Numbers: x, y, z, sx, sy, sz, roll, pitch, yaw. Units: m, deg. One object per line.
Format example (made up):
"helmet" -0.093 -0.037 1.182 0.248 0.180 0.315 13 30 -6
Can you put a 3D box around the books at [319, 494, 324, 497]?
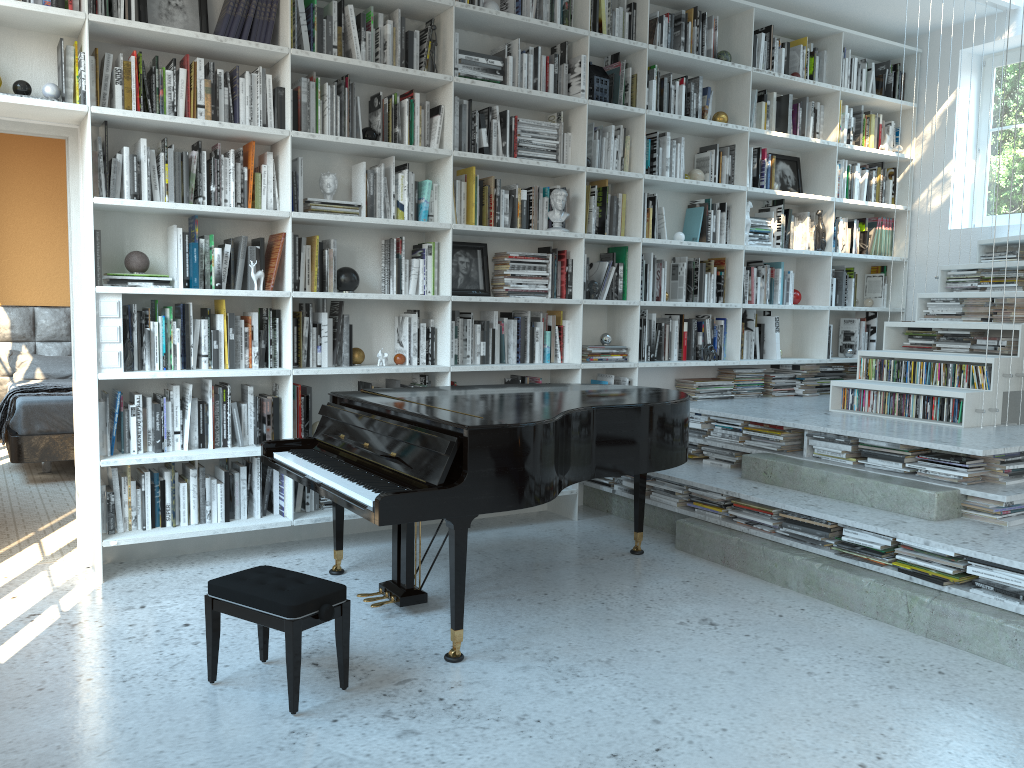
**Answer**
"books" -0.873 0.555 4.592 0.285 0.007 0.159 -2 6 -35

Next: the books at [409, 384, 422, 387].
"books" -0.519 0.137 4.766 0.012 0.260 0.147 -2 6 -31

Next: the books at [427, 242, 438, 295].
"books" -0.443 -0.611 4.722 0.021 0.282 0.161 -2 6 -31

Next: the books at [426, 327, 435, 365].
"books" -0.460 -0.207 4.769 0.024 0.201 0.158 -2 6 -31

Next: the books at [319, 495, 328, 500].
"books" -0.875 0.568 4.598 0.285 0.007 0.159 -2 5 -29

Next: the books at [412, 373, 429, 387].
"books" -0.494 0.107 4.771 0.013 0.320 0.173 -2 6 -31

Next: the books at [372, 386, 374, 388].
"books" -0.755 0.139 4.624 0.012 0.271 0.142 -2 6 -31

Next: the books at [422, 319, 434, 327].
"books" -0.455 -0.230 4.801 0.019 0.242 0.107 -2 6 -31

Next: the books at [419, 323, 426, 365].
"books" -0.505 -0.215 4.733 0.029 0.221 0.153 -2 6 -31

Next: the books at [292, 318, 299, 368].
"books" -1.092 -0.205 4.373 0.030 0.239 0.157 -2 6 -31

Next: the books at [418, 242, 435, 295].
"books" -0.456 -0.609 4.712 0.011 0.279 0.187 -2 6 -31

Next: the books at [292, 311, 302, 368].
"books" -1.069 -0.221 4.375 0.012 0.273 0.181 -2 6 -31

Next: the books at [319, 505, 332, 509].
"books" -0.880 0.616 4.606 0.285 0.007 0.159 -2 5 -31

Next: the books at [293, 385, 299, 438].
"books" -1.092 0.145 4.419 0.010 0.282 0.149 -2 6 -31

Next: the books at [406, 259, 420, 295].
"books" -0.544 -0.562 4.673 0.057 0.189 0.156 -2 6 -31

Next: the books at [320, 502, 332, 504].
"books" -0.875 0.589 4.595 0.285 0.007 0.159 -2 6 -35

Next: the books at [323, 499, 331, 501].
"books" -0.873 0.576 4.595 0.254 0.007 0.160 -2 6 -35

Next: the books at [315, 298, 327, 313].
"books" -0.964 -0.261 4.471 0.013 0.339 0.137 -2 6 -31

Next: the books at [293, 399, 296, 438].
"books" -1.109 0.179 4.415 0.026 0.213 0.139 -2 6 -31

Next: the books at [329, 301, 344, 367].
"books" -0.901 -0.255 4.482 0.050 0.328 0.166 -2 6 -31

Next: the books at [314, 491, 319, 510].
"books" -1.016 0.490 4.507 0.027 0.282 0.129 -2 6 -31

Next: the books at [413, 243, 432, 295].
"books" -0.477 -0.605 4.710 0.027 0.270 0.178 -2 6 -31

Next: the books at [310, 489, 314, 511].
"books" -1.039 0.518 4.495 0.027 0.227 0.139 -2 6 -31

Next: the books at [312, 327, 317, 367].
"books" -1.013 -0.186 4.427 0.024 0.196 0.156 -2 6 -31

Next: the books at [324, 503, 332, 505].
"books" -0.878 0.596 4.601 0.254 0.007 0.160 -2 5 -30

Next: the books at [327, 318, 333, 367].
"books" -0.943 -0.212 4.479 0.028 0.241 0.135 -2 6 -31

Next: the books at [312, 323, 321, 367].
"books" -0.991 -0.196 4.435 0.021 0.215 0.171 -2 6 -31

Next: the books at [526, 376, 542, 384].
"books" 0.118 0.106 5.077 0.015 0.294 0.169 -2 6 -31

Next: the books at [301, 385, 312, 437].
"books" -1.043 0.146 4.462 0.026 0.274 0.146 -2 6 -31

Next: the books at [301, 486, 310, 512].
"books" -1.056 0.518 4.475 0.023 0.232 0.164 -2 6 -31

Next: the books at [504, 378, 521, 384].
"books" 0.001 0.114 5.017 0.012 0.285 0.159 -2 6 -31

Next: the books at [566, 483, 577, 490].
"books" 0.292 0.462 5.215 0.038 0.269 0.277 -2 6 -31

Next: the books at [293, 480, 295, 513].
"books" -1.127 0.536 4.445 0.025 0.198 0.160 -2 6 -31

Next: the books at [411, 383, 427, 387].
"books" -0.501 0.134 4.760 0.013 0.268 0.183 -2 6 -31

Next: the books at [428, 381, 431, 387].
"books" -0.485 0.121 4.790 0.021 0.290 0.160 -2 6 -31

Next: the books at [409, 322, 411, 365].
"books" -0.576 -0.216 4.709 0.015 0.226 0.148 -2 6 -31

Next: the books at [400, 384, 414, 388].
"books" -0.567 0.138 4.711 0.011 0.266 0.190 -2 6 -31

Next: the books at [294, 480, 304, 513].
"books" -1.090 0.542 4.459 0.053 0.184 0.148 -2 6 -31

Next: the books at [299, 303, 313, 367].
"books" -1.026 -0.244 4.408 0.014 0.313 0.166 -2 6 -31

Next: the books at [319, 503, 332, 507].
"books" -0.875 0.610 4.597 0.254 0.007 0.160 -1 5 -27

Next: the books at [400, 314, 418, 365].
"books" -0.548 -0.237 4.703 0.027 0.270 0.158 -2 6 -31

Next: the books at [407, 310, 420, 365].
"books" -0.527 -0.250 4.726 0.014 0.291 0.131 -2 6 -31

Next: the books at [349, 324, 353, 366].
"books" -0.855 -0.200 4.531 0.023 0.212 0.160 -2 6 -31

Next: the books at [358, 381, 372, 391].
"books" -0.767 0.132 4.621 0.012 0.285 0.159 -2 6 -31

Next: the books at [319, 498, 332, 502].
"books" -0.871 0.583 4.593 0.285 0.007 0.159 -1 5 -26

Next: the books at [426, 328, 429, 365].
"books" -0.491 -0.204 4.767 0.031 0.195 0.142 -2 6 -31

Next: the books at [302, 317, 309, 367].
"books" -1.051 -0.211 4.397 0.042 0.248 0.162 -2 6 -31

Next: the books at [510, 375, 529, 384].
"books" 0.041 0.105 5.024 0.013 0.303 0.181 -2 6 -31

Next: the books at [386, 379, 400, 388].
"books" -0.634 0.122 4.714 0.025 0.294 0.134 -2 6 -31

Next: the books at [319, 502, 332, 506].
"books" -0.879 0.602 4.604 0.254 0.007 0.160 -2 5 -31

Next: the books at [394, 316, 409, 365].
"books" -0.583 -0.230 4.694 0.012 0.254 0.160 -2 6 -31

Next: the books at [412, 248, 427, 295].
"books" -0.490 -0.591 4.695 0.012 0.245 0.171 -2 6 -31

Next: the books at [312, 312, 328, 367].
"books" -0.969 -0.223 4.442 0.027 0.269 0.185 -2 6 -31

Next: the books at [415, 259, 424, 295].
"books" -0.512 -0.563 4.698 0.024 0.188 0.172 -2 6 -31

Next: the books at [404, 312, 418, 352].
"books" -0.540 -0.243 4.724 0.010 0.277 0.155 -2 6 -31

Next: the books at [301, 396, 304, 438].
"books" -1.071 0.171 4.429 0.010 0.228 0.168 -2 6 -31

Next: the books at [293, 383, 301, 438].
"books" -1.084 0.141 4.427 0.013 0.288 0.160 -2 6 -31

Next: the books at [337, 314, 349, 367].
"books" -0.868 -0.223 4.503 0.027 0.261 0.163 -2 6 -31

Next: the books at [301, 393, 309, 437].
"books" -1.051 0.167 4.429 0.023 0.238 0.172 -2 6 -31
